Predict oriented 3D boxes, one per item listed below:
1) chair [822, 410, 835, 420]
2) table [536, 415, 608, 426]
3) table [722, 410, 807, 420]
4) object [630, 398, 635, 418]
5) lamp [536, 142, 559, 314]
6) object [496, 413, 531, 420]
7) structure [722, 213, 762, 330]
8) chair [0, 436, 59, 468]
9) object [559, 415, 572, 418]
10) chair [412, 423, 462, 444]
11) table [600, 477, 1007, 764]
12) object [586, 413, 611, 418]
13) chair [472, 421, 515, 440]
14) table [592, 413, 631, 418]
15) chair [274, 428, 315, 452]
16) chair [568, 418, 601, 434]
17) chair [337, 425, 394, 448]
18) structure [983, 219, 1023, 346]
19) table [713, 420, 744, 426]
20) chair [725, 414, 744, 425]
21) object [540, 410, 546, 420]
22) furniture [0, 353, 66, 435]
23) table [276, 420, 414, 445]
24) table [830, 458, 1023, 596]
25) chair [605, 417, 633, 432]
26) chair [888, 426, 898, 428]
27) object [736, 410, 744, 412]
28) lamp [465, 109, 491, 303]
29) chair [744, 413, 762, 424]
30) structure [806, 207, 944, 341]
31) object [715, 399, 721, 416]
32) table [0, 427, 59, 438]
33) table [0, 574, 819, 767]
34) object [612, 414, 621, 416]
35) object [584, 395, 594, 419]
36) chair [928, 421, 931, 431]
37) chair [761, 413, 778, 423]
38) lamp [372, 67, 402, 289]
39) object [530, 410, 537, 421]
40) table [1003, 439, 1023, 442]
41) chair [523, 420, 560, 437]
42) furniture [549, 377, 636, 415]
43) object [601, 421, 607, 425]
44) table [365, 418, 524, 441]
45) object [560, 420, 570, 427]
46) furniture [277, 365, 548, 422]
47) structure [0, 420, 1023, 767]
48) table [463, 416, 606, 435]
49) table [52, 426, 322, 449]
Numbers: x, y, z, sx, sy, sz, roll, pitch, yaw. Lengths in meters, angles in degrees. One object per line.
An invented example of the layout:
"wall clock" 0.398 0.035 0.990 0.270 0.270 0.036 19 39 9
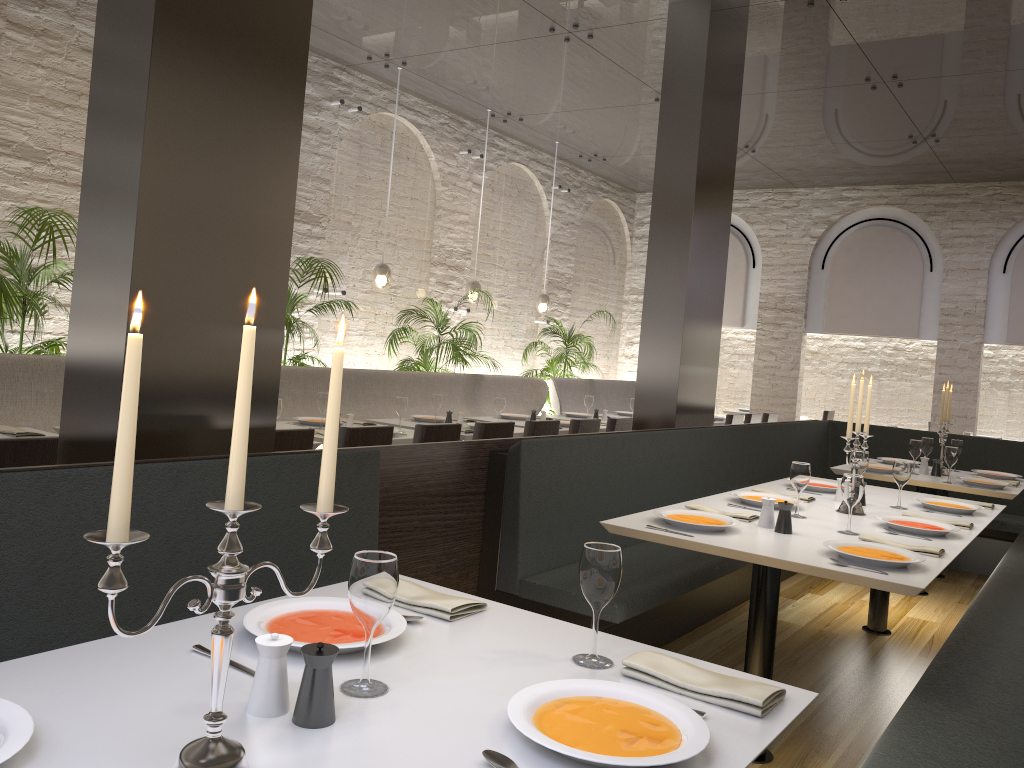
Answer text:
"chair" 4.178 0.796 12.456 0.566 0.906 0.411 5 0 34
"table" 0.833 0.728 8.555 0.938 0.760 1.009 6 2 34
"table" 3.636 0.808 12.826 0.938 0.760 1.009 6 2 34
"object" 1.192 0.259 8.675 0.086 0.231 0.086 5 0 -26
"lamp" 0.449 -1.845 10.473 0.178 2.041 0.177 5 0 13
"object" 0.017 0.290 7.783 0.322 0.036 0.321 5 2 12
"structure" 2.814 -1.653 12.681 1.636 1.675 0.097 6 0 34
"chair" -1.946 0.617 3.291 0.566 0.906 0.411 5 0 34
"object" 0.535 0.316 8.559 0.185 0.010 0.017 6 2 34
"chair" -0.649 0.656 5.211 0.566 0.906 0.411 5 0 34
"table" 1.450 0.957 3.995 1.102 0.760 2.535 6 2 34
"object" 0.848 0.324 8.982 0.273 0.033 0.142 6 3 34
"chair" -0.336 0.665 5.675 0.566 0.906 0.411 5 0 34
"table" 1.450 0.747 9.469 0.938 0.760 1.009 6 2 34
"chair" -1.298 0.636 4.251 0.566 0.906 0.411 5 0 34
"chair" 0.310 0.684 6.632 0.566 0.906 0.411 5 0 34
"chair" -0.981 0.646 4.719 0.566 0.906 0.411 5 0 34
"structure" 6.426 -1.245 10.222 1.636 1.675 0.097 6 0 34
"table" 2.087 0.766 10.412 0.938 0.760 1.009 6 2 34
"chair" 2.057 0.737 9.218 0.566 0.906 0.411 5 0 34
"object" 0.268 0.280 7.589 0.059 0.109 0.059 5 0 26
"furniture" -3.414 0.381 3.591 0.710 1.097 4.469 5 2 34
"table" -1.096 0.671 5.699 0.938 0.760 1.009 6 2 34
"table" 2.879 1.000 6.111 1.102 0.760 1.186 6 2 34
"chair" 0.628 0.694 7.102 0.566 0.906 0.411 5 0 34
"chair" 4.161 0.920 9.216 0.566 0.906 0.411 5 0 34
"object" 3.338 0.395 12.830 0.185 0.010 0.017 6 2 34
"lamp" -0.327 -1.868 9.324 0.178 2.041 0.177 5 0 13
"chair" 2.370 0.746 9.682 0.566 0.906 0.411 5 0 34
"structure" 4.678 -1.443 11.412 1.636 1.675 0.097 6 0 34
"object" 2.435 0.296 10.517 0.086 0.231 0.086 5 0 -26
"table" -2.380 0.632 3.798 0.938 0.760 1.009 6 2 34
"table" -0.610 0.896 0.946 1.102 0.760 2.535 6 2 34
"object" 1.152 0.334 9.472 0.185 0.010 0.017 6 2 34
"object" 0.728 0.227 8.443 0.086 0.231 0.086 5 0 -26
"chair" 5.666 0.965 11.443 0.566 0.906 0.411 5 0 34
"chair" 2.693 0.756 10.160 0.566 0.906 0.411 5 0 34
"lamp" -1.119 -1.892 8.152 0.178 2.041 0.177 5 0 19
"object" 0.184 0.273 7.590 0.059 0.109 0.059 5 0 26
"table" 6.194 1.097 11.086 0.938 0.760 1.009 6 2 34
"chair" -0.021 0.674 6.142 0.566 0.906 0.411 5 0 34
"furniture" 1.235 0.521 10.474 0.708 1.097 2.581 5 2 34
"object" 0.882 0.360 8.109 0.273 0.033 0.142 6 3 34
"table" -0.447 0.690 6.661 0.938 0.760 1.009 6 2 34
"object" 0.460 0.341 7.480 0.322 0.036 0.321 5 2 12
"furniture" -0.821 0.459 7.432 0.710 1.097 4.469 5 2 34
"structure" 0.596 0.813 2.682 2.376 1.001 10.732 6 2 34
"table" 0.208 0.710 7.630 0.938 0.760 1.009 6 2 34
"table" -1.746 0.651 4.736 0.938 0.760 1.009 6 2 34
